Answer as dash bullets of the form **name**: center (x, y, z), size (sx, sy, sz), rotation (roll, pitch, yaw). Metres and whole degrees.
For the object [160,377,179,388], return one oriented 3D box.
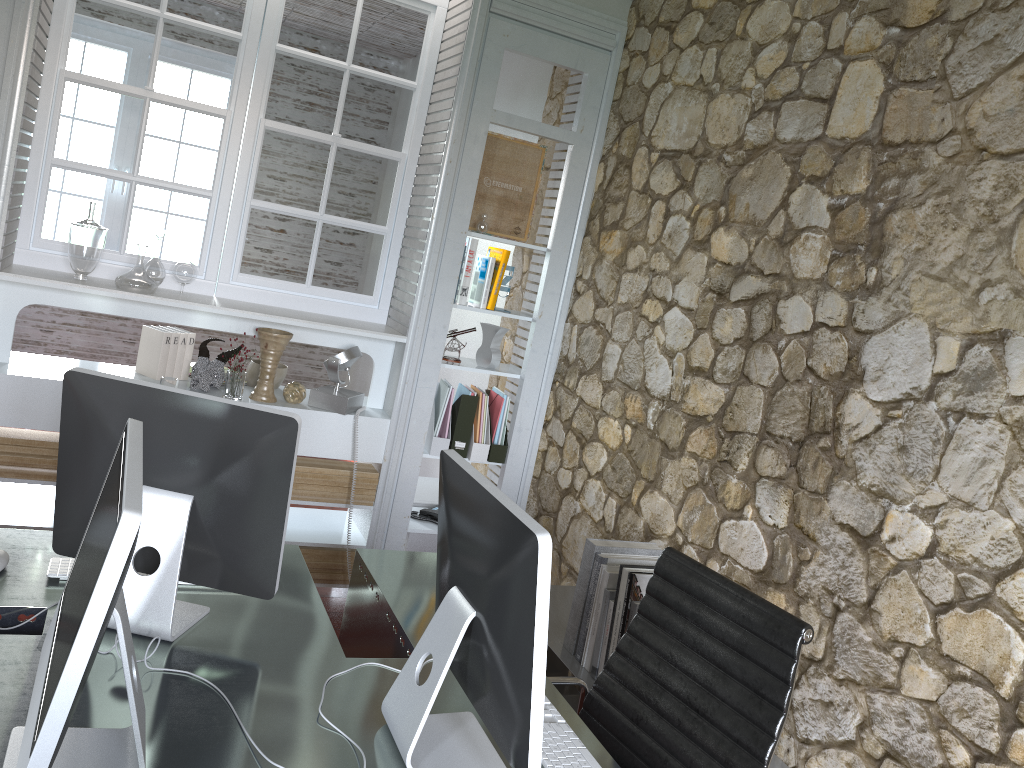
- **object**: center (-1.297, 0.000, 3.348), size (0.066, 0.040, 0.066), rotation (15, 8, 23)

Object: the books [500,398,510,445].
- **books**: center (-0.060, 0.183, 4.012), size (0.023, 0.281, 0.196), rotation (10, 6, -20)

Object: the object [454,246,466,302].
- **object**: center (-0.280, -0.488, 3.835), size (0.078, 0.248, 0.116), rotation (9, 6, -24)

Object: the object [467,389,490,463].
- **object**: center (-0.152, 0.180, 3.938), size (0.078, 0.276, 0.241), rotation (10, 6, -18)

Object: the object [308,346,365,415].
- **object**: center (-0.705, -0.032, 3.648), size (0.167, 0.271, 0.188), rotation (13, 6, 11)

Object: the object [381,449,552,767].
- **object**: center (-0.080, 0.412, 1.567), size (0.189, 0.483, 0.488), rotation (9, 7, -24)

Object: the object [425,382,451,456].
- **object**: center (-0.317, 0.152, 3.890), size (0.078, 0.276, 0.241), rotation (10, 6, -16)

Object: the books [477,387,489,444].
- **books**: center (-0.142, 0.176, 3.958), size (0.045, 0.285, 0.195), rotation (10, 6, -18)

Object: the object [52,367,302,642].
- **object**: center (-0.705, 0.248, 1.803), size (0.484, 0.483, 0.190), rotation (12, 5, 1)

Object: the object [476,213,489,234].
- **object**: center (-0.121, -0.676, 3.724), size (0.055, 0.089, 0.056), rotation (10, 6, -21)

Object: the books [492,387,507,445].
- **books**: center (-0.086, 0.172, 4.009), size (0.030, 0.289, 0.181), rotation (10, 6, -20)

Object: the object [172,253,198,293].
- **object**: center (-1.297, -0.426, 3.505), size (0.095, 0.187, 0.094), rotation (17, 7, 40)

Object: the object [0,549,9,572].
- **object**: center (-1.116, 0.380, 1.905), size (0.059, 0.028, 0.107), rotation (8, 9, -25)

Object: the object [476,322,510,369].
- **object**: center (-0.095, -0.165, 3.910), size (0.127, 0.187, 0.062), rotation (16, 7, 38)

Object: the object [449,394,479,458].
- **object**: center (-0.241, 0.161, 3.938), size (0.078, 0.276, 0.247), rotation (10, 7, -19)

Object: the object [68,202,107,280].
- **object**: center (-1.576, -0.518, 3.278), size (0.129, 0.314, 0.129), rotation (12, 5, 1)

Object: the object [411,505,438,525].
- **object**: center (-0.304, 0.601, 4.025), size (0.295, 0.040, 0.238), rotation (15, 9, 21)

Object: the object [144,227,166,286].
- **object**: center (-1.375, -0.472, 3.414), size (0.087, 0.270, 0.088), rotation (9, 6, -29)

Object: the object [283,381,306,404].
- **object**: center (-0.880, 0.033, 3.586), size (0.093, 0.087, 0.092), rotation (13, 7, 12)

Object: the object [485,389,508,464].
- **object**: center (-0.078, 0.188, 3.987), size (0.078, 0.276, 0.241), rotation (10, 7, -20)

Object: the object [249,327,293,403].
- **object**: center (-0.967, -0.074, 3.525), size (0.143, 0.277, 0.144), rotation (11, 6, -10)

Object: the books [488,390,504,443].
- **books**: center (-0.102, 0.179, 3.995), size (0.024, 0.276, 0.196), rotation (10, 6, -20)

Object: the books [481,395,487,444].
- **books**: center (-0.150, 0.171, 3.954), size (0.042, 0.280, 0.195), rotation (10, 6, -18)

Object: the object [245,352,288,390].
- **object**: center (-1.044, -0.060, 3.771), size (0.159, 0.152, 0.218), rotation (7, 9, -39)

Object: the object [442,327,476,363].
- **object**: center (-0.256, -0.181, 3.809), size (0.177, 0.160, 0.093), rotation (12, 6, 4)

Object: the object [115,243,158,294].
- **object**: center (-1.386, -0.419, 3.287), size (0.147, 0.199, 0.149), rotation (6, 8, -41)

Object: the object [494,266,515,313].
- **object**: center (-0.038, -0.453, 3.943), size (0.078, 0.248, 0.116), rotation (9, 6, -24)

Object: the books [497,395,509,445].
- **books**: center (-0.072, 0.176, 4.007), size (0.013, 0.287, 0.196), rotation (10, 6, -20)

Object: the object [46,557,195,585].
- **object**: center (-0.819, 0.430, 2.031), size (0.437, 0.017, 0.119), rotation (8, 9, -24)

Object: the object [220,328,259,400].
- **object**: center (-1.049, -0.082, 3.435), size (0.129, 0.286, 0.128), rotation (15, 6, 32)

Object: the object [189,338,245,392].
- **object**: center (-1.198, -0.076, 3.561), size (0.158, 0.178, 0.385), rotation (12, 7, 1)

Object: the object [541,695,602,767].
- **object**: center (0.083, 0.672, 1.653), size (0.118, 0.017, 0.443), rotation (8, 9, -24)

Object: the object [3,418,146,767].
- **object**: center (-0.607, 0.340, 1.305), size (0.189, 0.483, 0.488), rotation (9, 7, -24)
